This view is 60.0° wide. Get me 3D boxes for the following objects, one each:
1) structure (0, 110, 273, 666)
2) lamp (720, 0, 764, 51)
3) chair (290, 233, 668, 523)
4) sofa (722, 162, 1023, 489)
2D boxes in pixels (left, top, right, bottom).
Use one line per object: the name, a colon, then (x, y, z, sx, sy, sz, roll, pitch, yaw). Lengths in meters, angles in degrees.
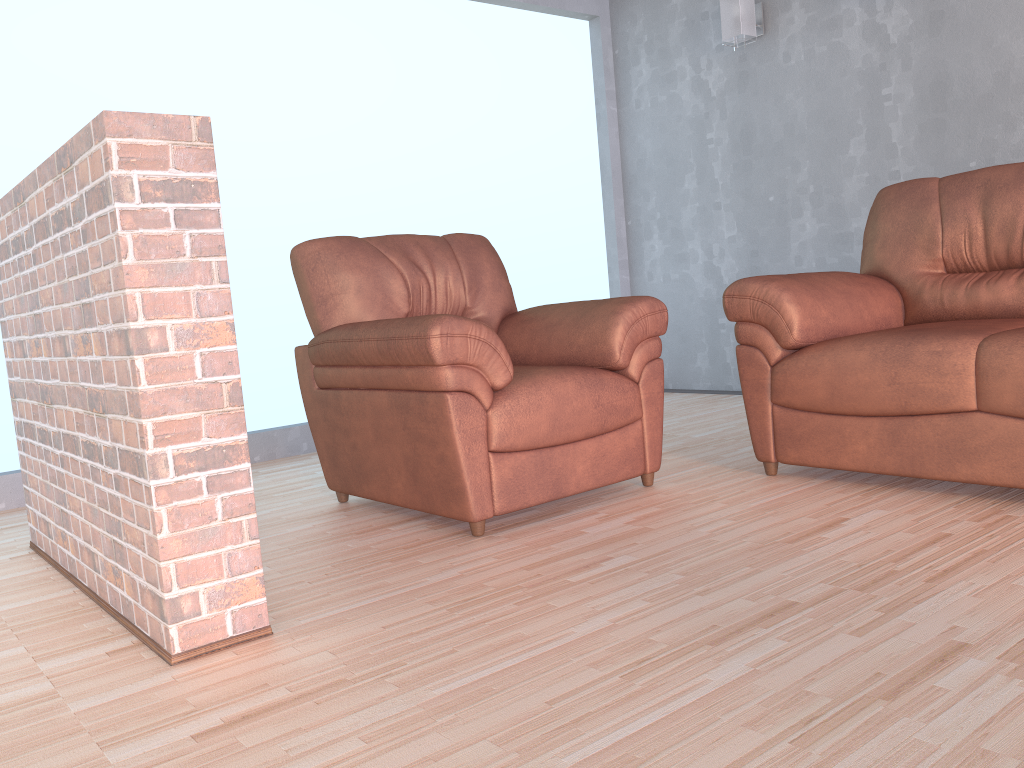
structure: (-1.064, -0.004, 2.289, 0.211, 1.057, 1.422, -9, 7, -38)
lamp: (1.200, -1.920, 4.661, 0.168, 0.319, 0.165, -9, 7, -38)
chair: (-0.121, -0.104, 2.974, 0.970, 0.879, 0.936, -9, 7, -39)
sofa: (1.741, -0.236, 2.388, 0.981, 0.923, 2.202, -9, 7, -38)
